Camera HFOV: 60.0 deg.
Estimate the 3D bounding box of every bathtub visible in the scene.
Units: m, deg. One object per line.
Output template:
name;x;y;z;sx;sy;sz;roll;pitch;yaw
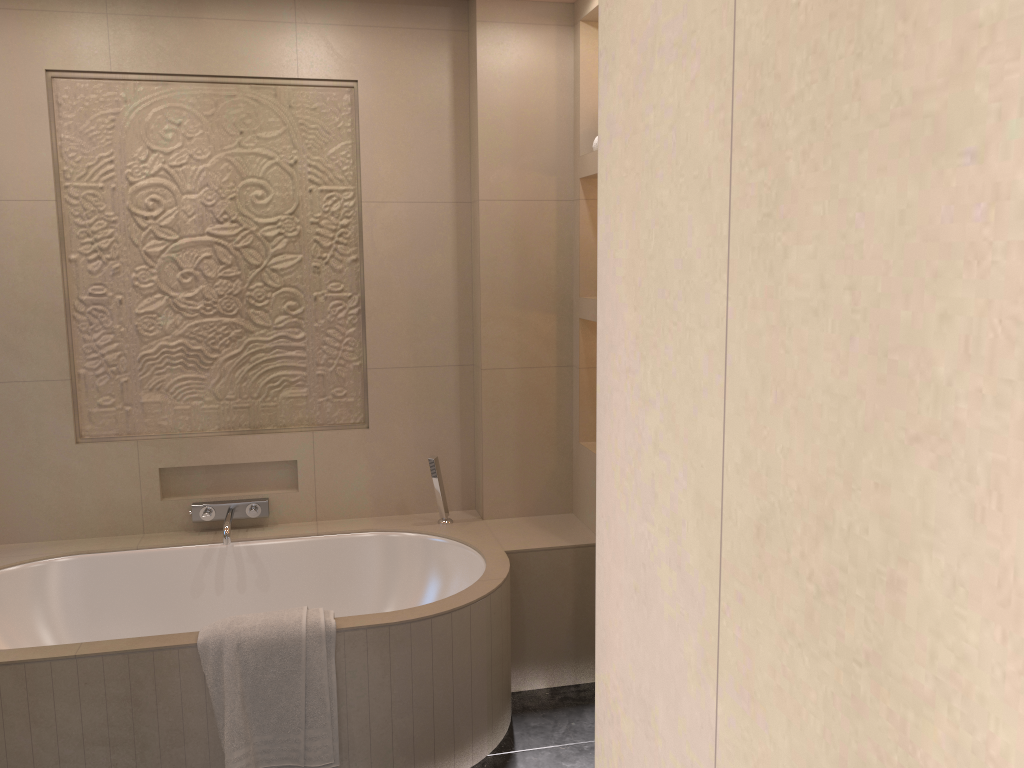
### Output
bathtub;-0.961;0.897;2.961;2.662;0.540;1.060;-2;9;-13

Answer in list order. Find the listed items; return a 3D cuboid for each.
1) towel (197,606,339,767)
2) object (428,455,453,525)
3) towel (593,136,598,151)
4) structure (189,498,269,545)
towel;-0.686;0.874;2.544;0.374;0.463;0.453;-2;8;-11
object;-0.276;0.408;3.431;0.059;0.280;0.114;5;10;32
towel;-0.960;-0.590;2.750;3.195;0.726;0.517;-2;9;-13
structure;-1.059;0.513;3.300;0.290;0.097;0.259;-2;9;-13
